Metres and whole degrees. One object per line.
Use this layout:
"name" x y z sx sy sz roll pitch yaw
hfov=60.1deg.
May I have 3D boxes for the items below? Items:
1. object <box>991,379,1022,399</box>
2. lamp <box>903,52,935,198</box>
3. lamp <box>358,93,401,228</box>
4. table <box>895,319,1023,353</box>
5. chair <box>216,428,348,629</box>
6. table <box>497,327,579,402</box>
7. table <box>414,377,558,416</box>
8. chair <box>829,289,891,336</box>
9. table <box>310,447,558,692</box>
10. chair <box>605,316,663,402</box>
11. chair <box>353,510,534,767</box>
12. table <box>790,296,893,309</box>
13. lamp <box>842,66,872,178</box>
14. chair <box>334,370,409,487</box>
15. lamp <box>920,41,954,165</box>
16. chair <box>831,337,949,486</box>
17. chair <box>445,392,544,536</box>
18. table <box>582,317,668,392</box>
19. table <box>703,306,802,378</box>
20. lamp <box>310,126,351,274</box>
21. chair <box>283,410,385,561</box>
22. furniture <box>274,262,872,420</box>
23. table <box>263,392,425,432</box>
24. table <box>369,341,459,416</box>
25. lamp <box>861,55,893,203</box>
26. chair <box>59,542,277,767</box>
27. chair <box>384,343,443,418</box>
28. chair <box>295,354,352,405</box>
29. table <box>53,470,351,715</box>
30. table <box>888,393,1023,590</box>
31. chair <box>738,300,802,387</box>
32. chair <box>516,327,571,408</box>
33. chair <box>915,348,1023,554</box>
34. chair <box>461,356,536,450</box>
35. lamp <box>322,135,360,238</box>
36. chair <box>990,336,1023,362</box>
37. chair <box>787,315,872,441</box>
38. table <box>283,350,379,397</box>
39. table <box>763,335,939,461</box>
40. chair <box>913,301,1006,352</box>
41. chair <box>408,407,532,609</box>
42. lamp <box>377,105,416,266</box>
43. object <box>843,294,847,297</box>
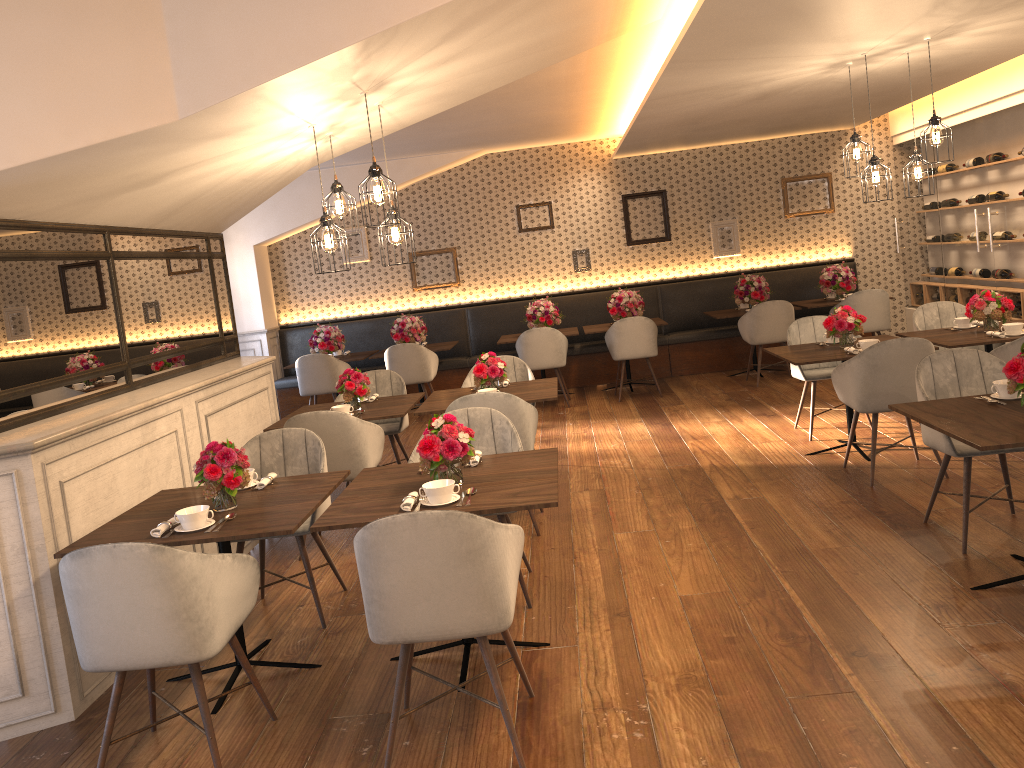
"object" 2.192 0.026 3.905 0.148 0.072 0.149 -9 8 -19
"lamp" 2.651 -2.295 5.940 0.175 2.061 0.176 -7 5 5
"lamp" -0.759 -1.795 4.258 0.175 2.061 0.176 -7 5 5
"table" 3.270 0.000 6.036 0.896 0.717 0.902 -6 7 4
"chair" -1.137 0.694 4.333 0.564 0.868 0.529 -7 5 4
"table" 0.344 -0.204 10.054 0.896 0.717 0.902 -6 7 4
"table" -0.100 0.421 5.940 0.896 0.717 0.902 -6 7 4
"chair" 3.646 -0.558 9.177 0.564 0.868 0.529 -7 5 4
"table" -0.217 0.757 3.627 0.896 0.717 0.902 -6 7 4
"chair" 1.290 -0.293 9.320 0.564 0.868 0.529 -7 5 4
"chair" -0.222 0.775 2.952 0.564 0.868 0.529 -7 5 4
"table" 3.651 -0.576 9.854 0.896 0.717 0.902 -6 7 4
"lamp" 2.315 -2.479 6.145 0.175 2.061 0.176 -7 5 5
"chair" -1.020 0.358 6.645 0.564 0.868 0.529 -7 5 4
"lamp" 2.611 -2.438 5.598 0.175 2.061 0.176 -7 5 5
"chair" 2.314 0.126 5.417 0.564 0.868 0.529 -7 5 4
"chair" -0.105 0.440 5.264 0.564 0.868 0.529 -7 5 4
"table" 1.295 -0.311 9.997 0.896 0.717 0.902 -6 7 4
"table" 2.699 -0.469 9.911 0.896 0.717 0.902 -6 7 4
"lamp" -1.048 -1.597 4.494 0.175 2.061 0.176 -7 5 5
"chair" -1.056 0.547 5.322 0.564 0.868 0.529 -7 5 4
"furniture" 0.656 -0.508 10.656 7.084 1.077 0.544 -6 5 3
"table" -1.051 0.528 5.998 0.896 0.717 0.902 -6 7 4
"table" -1.060 -0.046 10.140 0.896 0.717 0.902 -6 7 4
"lamp" 2.322 -2.241 5.834 0.175 2.061 0.176 -7 5 5
"chair" -1.173 0.882 3.009 0.564 0.868 0.529 -7 5 4
"chair" -1.065 -0.028 9.463 0.564 0.868 0.529 -7 5 4
"chair" -2.016 0.079 9.521 0.564 0.868 0.529 -7 5 4
"table" -1.168 0.864 3.686 0.896 0.717 0.902 -6 7 4
"table" 2.194 0.465 3.628 0.896 0.717 0.902 -6 7 4
"chair" 2.695 -0.451 9.235 0.564 0.868 0.529 -7 5 4
"chair" 0.339 -0.186 9.378 0.564 0.868 0.529 -7 5 4
"chair" 2.271 0.290 4.272 0.564 0.868 0.529 -7 5 4
"chair" -0.069 0.251 6.587 0.564 0.868 0.529 -7 5 4
"lamp" -1.054 -1.835 4.805 0.175 2.061 0.176 -7 5 5
"chair" 3.265 0.019 5.359 0.564 0.868 0.529 -7 5 4
"chair" 2.396 -0.068 6.738 0.564 0.868 0.529 -7 5 4
"table" -2.011 0.061 10.198 0.896 0.717 0.902 -6 7 4
"table" 2.318 0.107 6.094 0.896 0.717 0.902 -6 7 4
"chair" 3.347 -0.175 6.680 0.564 0.868 0.529 -7 5 4
"chair" -0.186 0.587 4.275 0.564 0.868 0.529 -7 5 4
"lamp" -0.719 -1.651 4.600 0.175 2.061 0.176 -7 5 5
"object" 3.780 -1.012 10.111 0.056 0.039 0.177 -6 8 4
